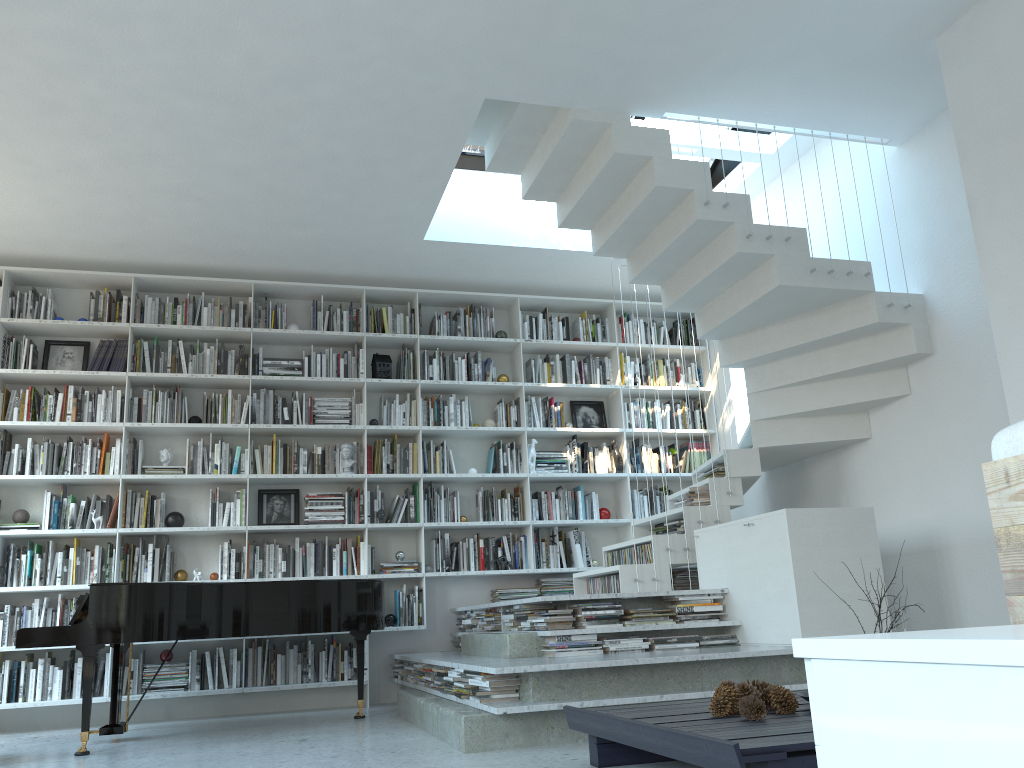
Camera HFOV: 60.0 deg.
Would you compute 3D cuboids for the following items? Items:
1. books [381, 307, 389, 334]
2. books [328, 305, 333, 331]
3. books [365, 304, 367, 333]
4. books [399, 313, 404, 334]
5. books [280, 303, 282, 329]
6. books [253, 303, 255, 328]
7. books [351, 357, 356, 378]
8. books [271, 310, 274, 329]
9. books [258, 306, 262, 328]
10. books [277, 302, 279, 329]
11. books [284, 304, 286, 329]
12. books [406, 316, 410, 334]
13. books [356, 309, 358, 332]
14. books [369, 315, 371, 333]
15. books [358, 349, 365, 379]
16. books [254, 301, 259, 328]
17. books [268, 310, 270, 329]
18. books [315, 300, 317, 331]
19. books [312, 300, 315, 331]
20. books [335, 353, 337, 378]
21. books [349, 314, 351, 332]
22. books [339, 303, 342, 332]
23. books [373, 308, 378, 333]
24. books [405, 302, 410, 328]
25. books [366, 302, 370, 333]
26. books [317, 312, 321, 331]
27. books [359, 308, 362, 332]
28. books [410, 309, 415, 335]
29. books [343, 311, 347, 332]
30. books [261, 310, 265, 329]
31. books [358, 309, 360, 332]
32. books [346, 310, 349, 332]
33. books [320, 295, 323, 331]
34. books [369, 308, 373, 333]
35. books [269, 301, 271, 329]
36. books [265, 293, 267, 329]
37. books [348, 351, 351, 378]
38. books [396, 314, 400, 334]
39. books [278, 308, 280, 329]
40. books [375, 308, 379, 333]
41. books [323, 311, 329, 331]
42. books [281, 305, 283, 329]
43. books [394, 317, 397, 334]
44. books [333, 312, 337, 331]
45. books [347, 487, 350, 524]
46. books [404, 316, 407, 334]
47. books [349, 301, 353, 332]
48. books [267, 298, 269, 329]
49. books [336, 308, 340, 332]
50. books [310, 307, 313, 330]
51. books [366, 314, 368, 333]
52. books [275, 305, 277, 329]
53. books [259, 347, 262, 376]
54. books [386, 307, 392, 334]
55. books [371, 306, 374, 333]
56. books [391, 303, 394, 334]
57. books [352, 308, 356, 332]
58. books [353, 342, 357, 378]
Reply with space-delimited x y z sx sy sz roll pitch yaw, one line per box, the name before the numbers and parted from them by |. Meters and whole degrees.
books | -1.025 -0.462 7.103 0.054 0.254 0.191 1 -15 -16
books | -1.438 -0.474 7.010 0.028 0.269 0.140 1 -15 -16
books | -1.173 -0.477 7.067 0.008 0.278 0.171 1 -15 -16
books | -0.899 -0.440 7.131 0.031 0.212 0.170 1 -15 -16
books | -1.796 -0.480 6.889 0.005 0.254 0.168 1 -15 -16
books | -1.993 -0.481 6.845 0.012 0.253 0.161 1 -15 -16
books | -1.247 -0.089 6.938 0.029 0.202 0.192 1 -15 -16
books | -1.857 -0.452 6.869 0.023 0.195 0.172 1 -15 -16
books | -1.950 -0.468 6.853 0.023 0.227 0.157 1 -15 -16
books | -1.822 -0.484 6.889 0.013 0.263 0.147 1 -15 -16
books | -1.768 -0.479 6.899 0.011 0.255 0.144 1 -15 -16
books | -0.853 -0.426 7.155 0.022 0.193 0.182 1 -15 -16
books | -1.242 -0.457 7.061 0.014 0.243 0.145 1 -15 -16
books | -1.141 -0.432 7.076 0.015 0.192 0.160 1 -15 -16
books | -1.180 -0.119 6.906 0.037 0.236 0.273 1 -15 -16
books | -1.969 -0.486 6.832 0.026 0.252 0.186 1 -15 -16
books | -1.887 -0.453 6.876 0.011 0.205 0.146 1 -15 -16
books | -1.541 -0.493 6.971 0.011 0.295 0.157 1 -15 -16
books | -1.560 -0.493 6.957 0.014 0.291 0.176 1 -15 -16
books | -1.381 -0.104 6.926 0.011 0.238 0.140 1 -15 -16
books | -1.294 -0.438 7.045 0.014 0.204 0.135 1 -15 -16
books | -1.358 -0.480 7.004 0.010 0.269 0.180 1 -15 -16
books | -1.098 -0.466 7.089 0.034 0.260 0.158 1 -15 -16
books | -0.844 -0.486 7.193 0.012 0.328 0.129 1 -15 -16
books | -1.153 -0.484 7.080 0.007 0.297 0.181 1 -15 -16
books | -1.522 -0.447 6.977 0.031 0.208 0.147 1 -15 -16
books | -1.212 -0.463 7.070 0.022 0.256 0.137 1 -15 -16
books | -0.814 -0.457 7.159 0.029 0.252 0.186 1 -15 -16
books | -1.327 -0.448 6.997 0.023 0.201 0.193 1 -15 -16
books | -1.923 -0.454 6.844 0.026 0.194 0.167 1 -15 -16
books | -1.226 -0.456 7.056 0.014 0.238 0.153 1 -15 -16
books | -1.316 -0.451 7.049 0.026 0.233 0.137 1 -15 -16
books | -1.499 -0.511 6.977 0.010 0.330 0.186 1 -15 -16
books | -1.124 -0.460 7.062 0.007 0.238 0.192 1 -15 -16
books | -1.871 -0.489 6.862 0.011 0.264 0.164 1 -15 -16
books | -1.911 -0.521 6.880 0.014 0.340 0.145 1 -15 -16
books | -1.281 -0.114 6.950 0.029 0.260 0.133 1 -15 -16
books | -0.926 -0.434 7.126 0.024 0.201 0.180 1 -15 -16
books | -1.806 -0.463 6.883 0.016 0.218 0.144 1 -15 -16
books | -1.079 -0.463 7.103 0.008 0.261 0.142 1 -15 -16
books | -1.469 -0.451 6.975 0.050 0.210 0.173 1 -15 -16
books | -1.793 -0.472 6.908 0.013 0.249 0.148 1 -15 -16
books | -0.948 -0.424 7.116 0.022 0.179 0.173 1 -15 -16
books | -1.402 -0.446 6.992 0.033 0.202 0.167 1 -15 -16
books | -1.236 0.936 6.698 0.011 0.298 0.130 1 -15 -16
books | -0.878 -0.429 7.157 0.025 0.203 0.162 1 -15 -16
books | -1.282 -0.489 7.056 0.012 0.307 0.138 1 -15 -16
books | -1.896 -0.501 6.873 0.010 0.295 0.153 1 -15 -16
books | -1.377 -0.460 7.009 0.023 0.236 0.154 1 -15 -16
books | -1.576 -0.466 6.964 0.012 0.245 0.151 1 -15 -16
books | -1.166 -0.435 7.082 0.016 0.204 0.143 1 -15 -16
books | -1.836 -0.475 6.889 0.014 0.247 0.139 1 -15 -16
books | -1.913 -0.131 6.743 0.021 0.248 0.192 1 -15 -16
books | -0.991 -0.465 7.136 0.030 0.273 0.152 1 -15 -16
books | -1.120 -0.472 7.095 0.007 0.278 0.150 1 -15 -16
books | -0.967 -0.481 7.128 0.010 0.296 0.168 1 -15 -16
books | -1.260 -0.460 7.046 0.028 0.243 0.161 1 -15 -16
books | -1.233 -0.149 6.968 0.012 0.333 0.156 1 -15 -16
